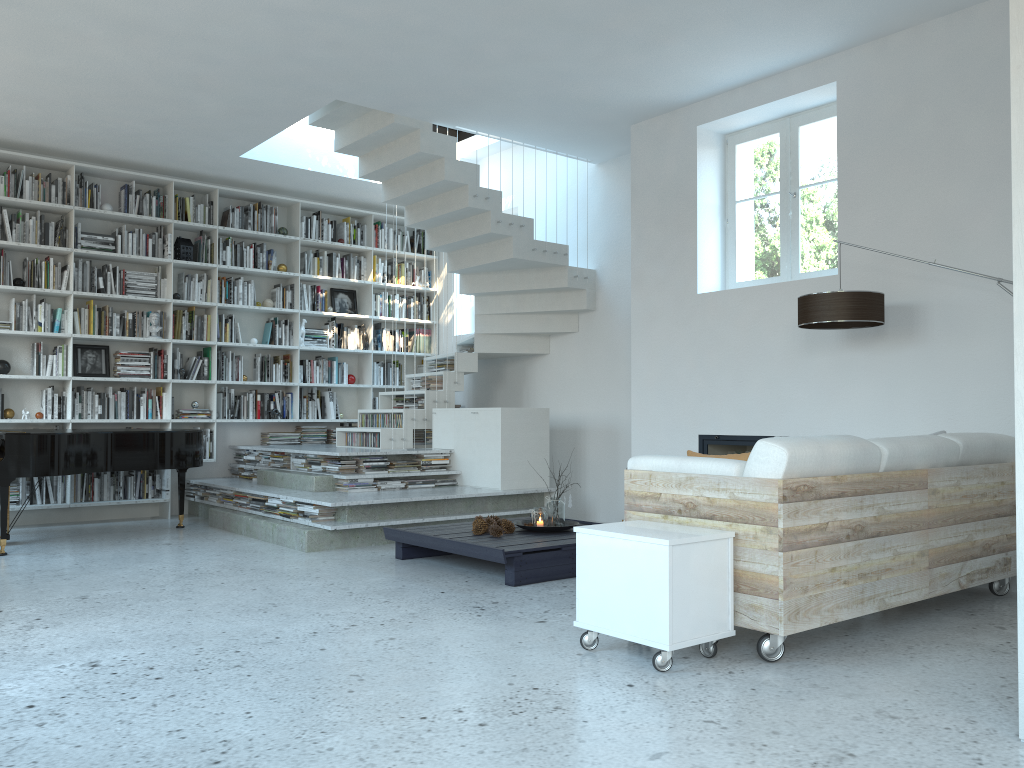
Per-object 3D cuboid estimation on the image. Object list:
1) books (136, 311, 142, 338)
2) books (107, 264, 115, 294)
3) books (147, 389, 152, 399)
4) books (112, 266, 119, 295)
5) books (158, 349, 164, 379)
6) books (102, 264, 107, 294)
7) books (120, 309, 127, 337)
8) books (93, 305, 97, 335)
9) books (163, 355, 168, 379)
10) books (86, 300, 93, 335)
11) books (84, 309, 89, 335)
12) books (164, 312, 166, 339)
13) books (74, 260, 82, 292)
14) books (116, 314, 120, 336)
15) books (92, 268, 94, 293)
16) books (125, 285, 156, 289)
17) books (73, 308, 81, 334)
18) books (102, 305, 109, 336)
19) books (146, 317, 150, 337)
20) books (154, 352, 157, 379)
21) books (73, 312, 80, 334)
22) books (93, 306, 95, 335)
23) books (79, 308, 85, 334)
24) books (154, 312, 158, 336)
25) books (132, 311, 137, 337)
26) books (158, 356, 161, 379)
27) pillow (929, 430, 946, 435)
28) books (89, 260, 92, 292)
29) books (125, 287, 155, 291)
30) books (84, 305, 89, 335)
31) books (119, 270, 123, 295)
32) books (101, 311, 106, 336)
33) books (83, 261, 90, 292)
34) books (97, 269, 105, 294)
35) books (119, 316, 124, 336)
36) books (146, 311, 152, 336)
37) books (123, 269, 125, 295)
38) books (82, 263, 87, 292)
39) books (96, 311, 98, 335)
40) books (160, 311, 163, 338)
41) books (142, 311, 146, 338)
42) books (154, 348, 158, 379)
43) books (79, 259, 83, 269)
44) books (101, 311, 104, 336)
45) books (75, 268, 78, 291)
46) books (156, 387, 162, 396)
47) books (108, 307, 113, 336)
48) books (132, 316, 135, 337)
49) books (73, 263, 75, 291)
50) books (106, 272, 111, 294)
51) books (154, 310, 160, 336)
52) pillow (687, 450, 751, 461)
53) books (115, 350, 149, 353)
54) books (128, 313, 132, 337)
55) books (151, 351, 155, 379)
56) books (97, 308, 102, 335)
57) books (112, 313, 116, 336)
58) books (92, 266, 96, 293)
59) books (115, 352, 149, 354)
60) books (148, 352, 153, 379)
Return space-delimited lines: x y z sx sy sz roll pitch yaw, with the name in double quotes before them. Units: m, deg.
"books" -3.436 -0.539 8.142 0.025 0.258 0.150 1 -2 -39
"books" -3.628 -0.929 8.004 0.049 0.291 0.162 1 -2 -39
"books" -3.364 0.185 8.210 0.010 0.284 0.132 1 -2 -39
"books" -3.592 -0.917 8.015 0.021 0.269 0.191 1 -2 -39
"books" -3.280 -0.177 8.257 0.011 0.279 0.186 1 -2 -39
"books" -3.670 -0.927 7.976 0.022 0.285 0.130 1 -2 -39
"books" -3.536 -0.541 8.069 0.014 0.258 0.161 1 -2 -39
"books" -3.729 -0.559 7.898 0.010 0.280 0.170 1 -2 -39
"books" -3.256 -0.152 8.262 0.034 0.229 0.199 1 -2 -39
"books" -3.749 -0.579 7.865 0.014 0.317 0.188 1 -2 -39
"books" -3.793 -0.540 7.868 0.029 0.240 0.155 1 -2 -39
"books" -3.271 -0.535 8.301 0.023 0.264 0.107 1 -2 -39
"books" -3.835 -0.939 7.831 0.026 0.297 0.179 1 -2 -39
"books" -3.590 -0.521 8.021 0.030 0.215 0.168 1 -2 -39
"books" -3.753 -0.904 7.903 0.014 0.233 0.147 1 -2 -39
"books" -3.437 -0.881 8.161 0.254 0.012 0.161 2 -3 -41
"books" -3.839 -0.543 7.827 0.042 0.242 0.162 1 -2 -39
"books" -3.656 -0.558 7.969 0.013 0.283 0.177 1 -2 -39
"books" -3.382 -0.508 8.194 0.035 0.201 0.149 1 -2 -39
"books" -3.331 -0.166 8.232 0.013 0.256 0.163 1 -2 -39
"books" -3.847 -0.527 7.805 0.053 0.208 0.156 1 -2 -39
"books" -3.737 -0.553 7.872 0.015 0.266 0.189 1 -2 -39
"books" -3.818 -0.545 7.855 0.026 0.248 0.139 1 -2 -39
"books" -3.322 -0.535 8.242 0.025 0.259 0.130 1 -2 -39
"books" -3.458 -0.533 8.101 0.012 0.245 0.186 1 -2 -39
"books" -3.303 -0.146 8.260 0.021 0.217 0.132 1 -2 -39
"pillow" 2.017 0.440 4.493 0.595 0.407 0.239 2 -2 -43
"books" -3.769 -0.938 7.887 0.011 0.300 0.179 1 -2 -39
"books" -3.437 -0.869 8.160 0.254 0.012 0.161 2 -3 -37
"books" -3.785 -0.561 7.891 0.010 0.284 0.136 1 -2 -39
"books" -3.563 -0.904 8.047 0.015 0.245 0.183 1 -2 -39
"books" -3.675 -0.534 7.962 0.025 0.236 0.137 1 -2 -39
"books" -3.790 -0.936 7.881 0.029 0.295 0.151 1 -2 -39
"books" -3.696 -0.904 7.937 0.066 0.236 0.153 1 -2 -39
"books" -3.567 -0.512 8.056 0.050 0.199 0.145 1 -2 -39
"books" -3.369 -0.538 8.217 0.014 0.263 0.135 1 -2 -39
"books" -3.545 -0.905 8.046 0.013 0.247 0.176 1 -2 -39
"books" -3.800 -0.922 7.850 0.025 0.266 0.185 1 -2 -39
"books" -3.730 -0.532 7.926 0.024 0.228 0.147 1 -2 -39
"books" -3.284 -0.537 8.265 0.014 0.266 0.154 1 -2 -39
"books" -3.406 -0.537 8.179 0.024 0.259 0.126 1 -2 -39
"books" -3.322 -0.182 8.239 0.011 0.288 0.152 1 -2 -39
"books" -3.831 -0.945 7.858 0.014 0.313 0.133 1 -2 -39
"books" -3.685 -0.531 7.944 0.012 0.228 0.169 1 -2 -39
"books" -3.867 -0.904 7.827 0.027 0.228 0.147 1 -2 -39
"books" -3.288 0.179 8.260 0.011 0.300 0.149 1 -2 -39
"books" -3.631 -0.550 7.970 0.028 0.267 0.190 1 -2 -39
"books" -3.481 -0.511 8.096 0.029 0.200 0.178 1 -2 -39
"books" -3.877 -0.925 7.799 0.026 0.267 0.170 1 -2 -39
"books" -3.648 -0.892 7.984 0.024 0.216 0.148 1 -2 -39
"books" -3.309 -0.544 8.266 0.025 0.279 0.108 1 -2 -39
"pillow" 0.923 0.444 3.764 0.200 0.339 0.463 2 -3 -45
"books" -3.475 -0.290 8.110 0.254 0.012 0.161 2 -3 -35
"books" -3.502 -0.524 8.076 0.029 0.224 0.185 1 -2 -39
"books" -3.342 -0.169 8.209 0.011 0.260 0.184 1 -2 -39
"books" -3.714 -0.547 7.948 0.028 0.259 0.134 1 -2 -39
"books" -3.611 -0.523 8.003 0.024 0.216 0.175 1 -2 -39
"books" -3.740 -0.912 7.909 0.014 0.250 0.172 1 -2 -39
"books" -3.477 -0.278 8.111 0.254 0.012 0.161 2 -3 -42
"books" -3.353 -0.166 8.203 0.012 0.254 0.161 1 -2 -39
